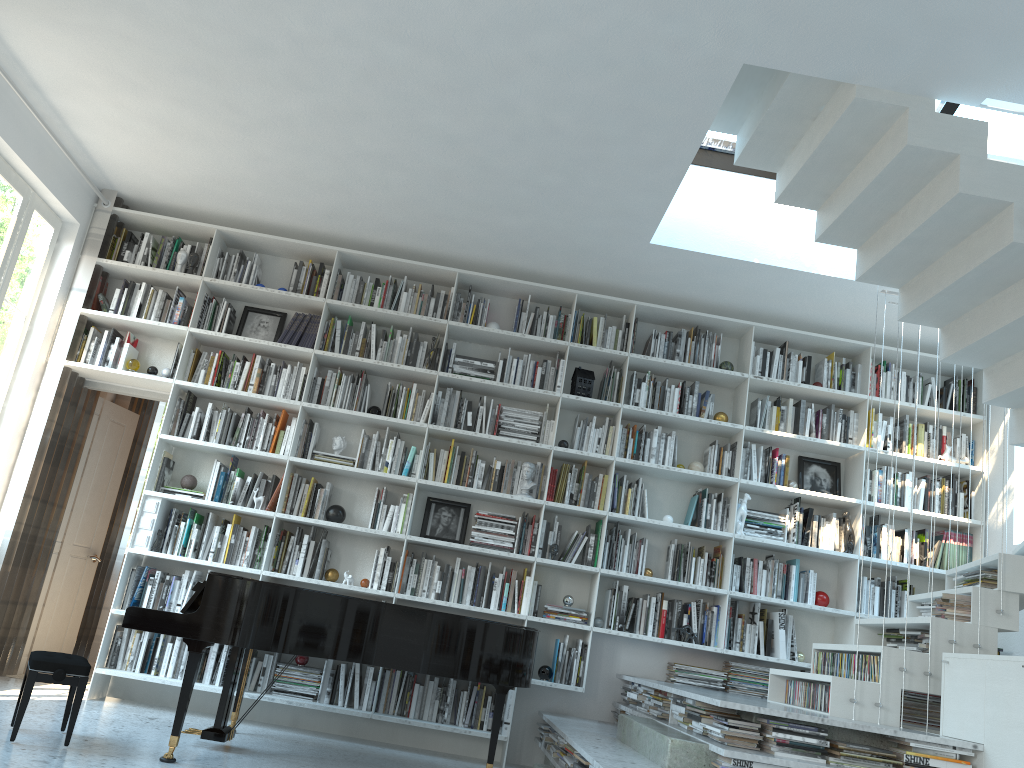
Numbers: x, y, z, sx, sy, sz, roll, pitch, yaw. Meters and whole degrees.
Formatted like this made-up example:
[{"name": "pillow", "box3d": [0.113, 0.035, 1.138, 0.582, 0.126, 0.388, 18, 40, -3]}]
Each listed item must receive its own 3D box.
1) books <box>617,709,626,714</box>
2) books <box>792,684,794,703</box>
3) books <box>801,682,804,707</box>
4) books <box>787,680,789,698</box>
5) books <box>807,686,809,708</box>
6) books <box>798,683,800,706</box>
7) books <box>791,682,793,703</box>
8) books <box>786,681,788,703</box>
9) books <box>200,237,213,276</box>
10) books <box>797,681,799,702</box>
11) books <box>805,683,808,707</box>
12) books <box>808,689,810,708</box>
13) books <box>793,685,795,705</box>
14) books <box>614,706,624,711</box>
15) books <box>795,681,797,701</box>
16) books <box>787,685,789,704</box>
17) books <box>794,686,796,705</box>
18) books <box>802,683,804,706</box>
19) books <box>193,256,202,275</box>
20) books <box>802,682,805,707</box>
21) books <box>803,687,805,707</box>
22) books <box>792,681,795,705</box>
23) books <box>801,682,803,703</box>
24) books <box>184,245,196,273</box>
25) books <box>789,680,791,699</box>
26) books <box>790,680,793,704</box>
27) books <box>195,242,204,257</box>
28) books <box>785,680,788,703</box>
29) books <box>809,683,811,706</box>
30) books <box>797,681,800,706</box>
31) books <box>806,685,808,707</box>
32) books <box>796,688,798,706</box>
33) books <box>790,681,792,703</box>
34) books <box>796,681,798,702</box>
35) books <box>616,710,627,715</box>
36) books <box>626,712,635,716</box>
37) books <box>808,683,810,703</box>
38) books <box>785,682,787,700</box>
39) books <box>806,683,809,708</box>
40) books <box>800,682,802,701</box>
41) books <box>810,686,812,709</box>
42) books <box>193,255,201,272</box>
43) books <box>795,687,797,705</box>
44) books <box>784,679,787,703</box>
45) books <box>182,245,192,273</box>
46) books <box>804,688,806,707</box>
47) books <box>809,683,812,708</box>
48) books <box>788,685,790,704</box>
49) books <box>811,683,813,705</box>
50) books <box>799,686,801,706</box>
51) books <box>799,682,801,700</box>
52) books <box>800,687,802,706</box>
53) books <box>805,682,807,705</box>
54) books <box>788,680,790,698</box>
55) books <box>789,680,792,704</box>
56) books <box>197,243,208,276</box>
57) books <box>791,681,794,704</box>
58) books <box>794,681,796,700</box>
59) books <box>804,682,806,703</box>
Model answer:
[{"name": "books", "box3d": [0.753, 2.088, 5.642, 0.152, 0.015, 0.208, 9, -16, 3]}, {"name": "books", "box3d": [1.584, 1.682, 4.806, 0.125, 0.125, 0.008, 10, -15, -1]}, {"name": "books", "box3d": [1.593, 1.648, 4.680, 0.125, 0.125, 0.008, 10, -15, -1]}, {"name": "books", "box3d": [1.579, 1.704, 4.882, 0.125, 0.125, 0.009, 10, -15, -1]}, {"name": "books", "box3d": [1.599, 1.627, 4.605, 0.125, 0.125, 0.009, 10, -15, -1]}, {"name": "books", "box3d": [1.590, 1.660, 4.725, 0.125, 0.125, 0.008, 10, -15, -1]}, {"name": "books", "box3d": [1.583, 1.687, 4.821, 0.125, 0.125, 0.009, 10, -15, -1]}, {"name": "books", "box3d": [1.578, 1.706, 4.891, 0.125, 0.125, 0.010, 10, -15, -1]}, {"name": "books", "box3d": [-2.131, -0.841, 6.226, 0.014, 0.336, 0.168, 10, -15, -1]}, {"name": "books", "box3d": [1.589, 1.664, 4.740, 0.125, 0.125, 0.008, 10, -15, -1]}, {"name": "books", "box3d": [1.597, 1.633, 4.626, 0.125, 0.125, 0.008, 10, -15, -1]}, {"name": "books", "box3d": [1.600, 1.623, 4.591, 0.125, 0.125, 0.008, 10, -15, -1]}, {"name": "books", "box3d": [1.585, 1.678, 4.791, 0.125, 0.125, 0.008, 10, -15, -1]}, {"name": "books", "box3d": [0.749, 2.076, 5.645, 0.174, 0.009, 0.240, 9, -16, 1]}, {"name": "books", "box3d": [1.587, 1.672, 4.768, 0.125, 0.125, 0.007, 10, -15, -1]}, {"name": "books", "box3d": [1.579, 1.701, 4.874, 0.125, 0.125, 0.007, 10, -15, -1]}, {"name": "books", "box3d": [1.586, 1.674, 4.776, 0.125, 0.125, 0.008, 10, -15, -1]}, {"name": "books", "box3d": [1.594, 1.646, 4.672, 0.125, 0.125, 0.007, 10, -15, -1]}, {"name": "books", "box3d": [-2.187, -0.775, 6.210, 0.028, 0.184, 0.168, 10, -16, -1]}, {"name": "books", "box3d": [1.594, 1.643, 4.665, 0.125, 0.125, 0.009, 10, -15, -1]}, {"name": "books", "box3d": [1.595, 1.641, 4.656, 0.125, 0.125, 0.008, 10, -15, -1]}, {"name": "books", "box3d": [1.585, 1.681, 4.799, 0.125, 0.125, 0.008, 10, -15, -1]}, {"name": "books", "box3d": [1.593, 1.650, 4.687, 0.125, 0.125, 0.009, 10, -15, -1]}, {"name": "books", "box3d": [-2.243, -0.823, 6.213, 0.027, 0.258, 0.147, 10, -15, -1]}, {"name": "books", "box3d": [1.581, 1.695, 4.853, 0.125, 0.125, 0.008, 10, -15, -1]}, {"name": "books", "box3d": [1.583, 1.689, 4.828, 0.125, 0.125, 0.009, 10, -15, -1]}, {"name": "books", "box3d": [-2.221, -0.831, 6.230, 0.013, 0.291, 0.155, 10, -15, -1]}, {"name": "books", "box3d": [1.577, 1.708, 4.900, 0.125, 0.125, 0.008, 10, -15, -1]}, {"name": "books", "box3d": [1.600, 1.621, 4.583, 0.125, 0.125, 0.007, 10, -15, -1]}, {"name": "books", "box3d": [1.589, 1.662, 4.733, 0.125, 0.125, 0.007, 10, -15, -1]}, {"name": "books", "box3d": [1.598, 1.631, 4.619, 0.125, 0.125, 0.007, 10, -15, -1]}, {"name": "books", "box3d": [1.588, 1.666, 4.747, 0.125, 0.125, 0.008, 10, -15, -1]}, {"name": "books", "box3d": [1.582, 1.691, 4.836, 0.125, 0.125, 0.007, 10, -15, -1]}, {"name": "books", "box3d": [1.588, 1.668, 4.754, 0.125, 0.125, 0.007, 10, -15, -1]}, {"name": "books", "box3d": [0.750, 2.099, 5.639, 0.159, 0.009, 0.211, 9, -16, 2]}, {"name": "books", "box3d": [0.783, 2.000, 5.343, 0.149, 0.014, 0.229, 11, -16, -3]}, {"name": "books", "box3d": [1.599, 1.625, 4.597, 0.125, 0.125, 0.007, 10, -15, -1]}, {"name": "books", "box3d": [1.577, 1.710, 4.907, 0.125, 0.125, 0.008, 10, -15, -1]}, {"name": "books", "box3d": [1.598, 1.629, 4.612, 0.125, 0.125, 0.008, 10, -15, -1]}, {"name": "books", "box3d": [1.592, 1.654, 4.702, 0.125, 0.125, 0.007, 10, -15, -1]}, {"name": "books", "box3d": [1.601, 1.617, 4.568, 0.125, 0.125, 0.007, 10, -15, -1]}, {"name": "books", "box3d": [-2.210, -0.788, 6.215, 0.023, 0.204, 0.146, 10, -16, -1]}, {"name": "books", "box3d": [1.587, 1.670, 4.761, 0.125, 0.125, 0.007, 10, -15, -1]}, {"name": "books", "box3d": [1.576, 1.712, 4.914, 0.125, 0.125, 0.007, 10, -15, -1]}, {"name": "books", "box3d": [-2.268, -0.823, 6.215, 0.021, 0.252, 0.179, 10, -15, -1]}, {"name": "books", "box3d": [1.596, 1.637, 4.642, 0.125, 0.125, 0.008, 10, -15, -1]}, {"name": "books", "box3d": [1.601, 1.619, 4.576, 0.125, 0.125, 0.007, 10, -15, -1]}, {"name": "books", "box3d": [1.580, 1.697, 4.860, 0.125, 0.125, 0.008, 10, -15, -1]}, {"name": "books", "box3d": [1.602, 1.615, 4.561, 0.125, 0.125, 0.010, 10, -15, -1]}, {"name": "books", "box3d": [1.591, 1.656, 4.709, 0.125, 0.125, 0.007, 10, -15, -1]}, {"name": "books", "box3d": [1.591, 1.658, 4.717, 0.125, 0.125, 0.009, 10, -15, -1]}, {"name": "books", "box3d": [1.592, 1.652, 4.695, 0.125, 0.125, 0.008, 10, -15, -1]}, {"name": "books", "box3d": [1.597, 1.635, 4.634, 0.125, 0.125, 0.009, 10, -15, -1]}, {"name": "books", "box3d": [1.580, 1.699, 4.867, 0.125, 0.125, 0.007, 10, -15, -1]}, {"name": "books", "box3d": [1.581, 1.693, 4.845, 0.125, 0.125, 0.010, 10, -15, -1]}, {"name": "books", "box3d": [-2.154, -0.819, 6.223, 0.022, 0.285, 0.175, 10, -15, -1]}, {"name": "books", "box3d": [1.584, 1.684, 4.813, 0.125, 0.125, 0.007, 10, -15, -1]}, {"name": "books", "box3d": [1.586, 1.676, 4.784, 0.125, 0.125, 0.008, 10, -15, -1]}, {"name": "books", "box3d": [1.596, 1.639, 4.650, 0.125, 0.125, 0.009, 10, -15, -1]}]
